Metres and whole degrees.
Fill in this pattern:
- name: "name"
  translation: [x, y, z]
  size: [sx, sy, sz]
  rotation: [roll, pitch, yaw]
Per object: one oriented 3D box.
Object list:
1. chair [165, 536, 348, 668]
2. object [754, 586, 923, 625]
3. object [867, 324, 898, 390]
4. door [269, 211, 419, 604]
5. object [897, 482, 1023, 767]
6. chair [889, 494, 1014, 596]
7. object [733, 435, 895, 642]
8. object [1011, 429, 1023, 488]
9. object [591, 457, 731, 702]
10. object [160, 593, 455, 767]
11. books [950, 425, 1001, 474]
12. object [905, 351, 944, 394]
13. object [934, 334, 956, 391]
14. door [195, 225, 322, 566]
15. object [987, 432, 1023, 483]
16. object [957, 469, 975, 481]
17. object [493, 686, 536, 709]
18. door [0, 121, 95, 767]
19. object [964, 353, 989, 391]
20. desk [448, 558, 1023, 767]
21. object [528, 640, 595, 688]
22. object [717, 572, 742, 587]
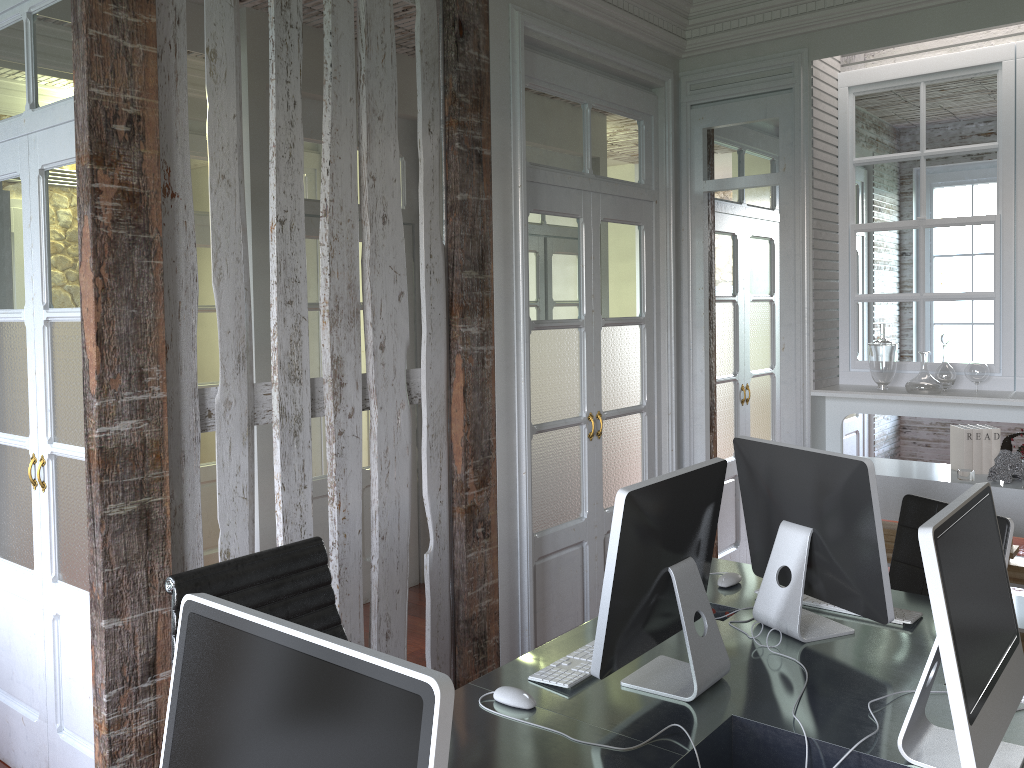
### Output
- name: "chair"
  translation: [-0.404, 0.926, 1.919]
  size: [0.699, 1.021, 0.667]
  rotation: [1, 3, 33]
- name: "object"
  translation: [0.919, 0.621, 2.516]
  size: [0.439, 0.017, 0.119]
  rotation: [3, 6, 39]
- name: "object"
  translation: [1.639, -0.109, 3.915]
  size: [0.129, 0.315, 0.129]
  rotation: [-2, 3, -26]
- name: "door"
  translation: [-0.881, 0.157, 4.717]
  size: [0.041, 2.082, 1.078]
  rotation: [1, 3, 39]
- name: "object"
  translation: [0.851, 0.463, 1.670]
  size: [0.190, 0.484, 0.485]
  rotation: [1, 4, 39]
- name: "chair"
  translation: [1.217, 0.872, 2.843]
  size: [0.602, 0.917, 0.476]
  rotation: [-2, 3, -21]
- name: "object"
  translation: [0.764, 0.405, 2.349]
  size: [0.190, 0.484, 0.484]
  rotation: [-2, 4, -26]
- name: "object"
  translation: [2.039, 0.265, 3.446]
  size: [0.128, 0.287, 0.129]
  rotation: [-1, 2, 5]
- name: "object"
  translation: [0.371, 0.440, 2.021]
  size: [0.190, 0.484, 0.485]
  rotation: [1, 4, 39]
- name: "object"
  translation: [-0.256, 0.535, 1.065]
  size: [0.484, 0.484, 0.190]
  rotation: [2, 3, 39]
- name: "books"
  translation: [1.996, 0.280, 3.816]
  size: [0.150, 0.193, 0.143]
  rotation: [-1, 3, 4]
- name: "object"
  translation: [1.738, -0.036, 3.735]
  size: [0.148, 0.200, 0.148]
  rotation: [0, 3, 21]
- name: "object"
  translation: [1.855, -0.079, 3.793]
  size: [0.088, 0.271, 0.088]
  rotation: [0, 3, 34]
- name: "door"
  translation: [-1.556, 0.123, 5.240]
  size: [0.041, 2.082, 1.078]
  rotation: [1, 3, 39]
- name: "object"
  translation: [2.081, 0.302, 3.631]
  size: [0.383, 0.179, 0.158]
  rotation: [-3, 4, -25]
- name: "object"
  translation: [1.849, 0.373, 3.607]
  size: [0.066, 0.040, 0.066]
  rotation: [-1, 4, -4]
- name: "object"
  translation: [0.007, 0.683, 1.935]
  size: [0.106, 0.028, 0.059]
  rotation: [3, 6, 37]
- name: "door"
  translation: [-1.539, 0.276, 2.914]
  size: [1.058, 2.175, 0.041]
  rotation: [1, 3, 39]
- name: "object"
  translation: [1.973, -0.036, 3.758]
  size: [0.094, 0.187, 0.094]
  rotation: [0, 3, 13]
- name: "desk"
  translation: [0.413, 1.079, 1.645]
  size: [1.301, 0.726, 2.513]
  rotation: [2, 6, 39]
- name: "object"
  translation: [0.217, 0.663, 2.187]
  size: [0.118, 0.017, 0.440]
  rotation: [3, 6, 38]
- name: "object"
  translation: [0.668, 0.601, 2.726]
  size: [0.059, 0.028, 0.106]
  rotation: [2, 6, 37]
